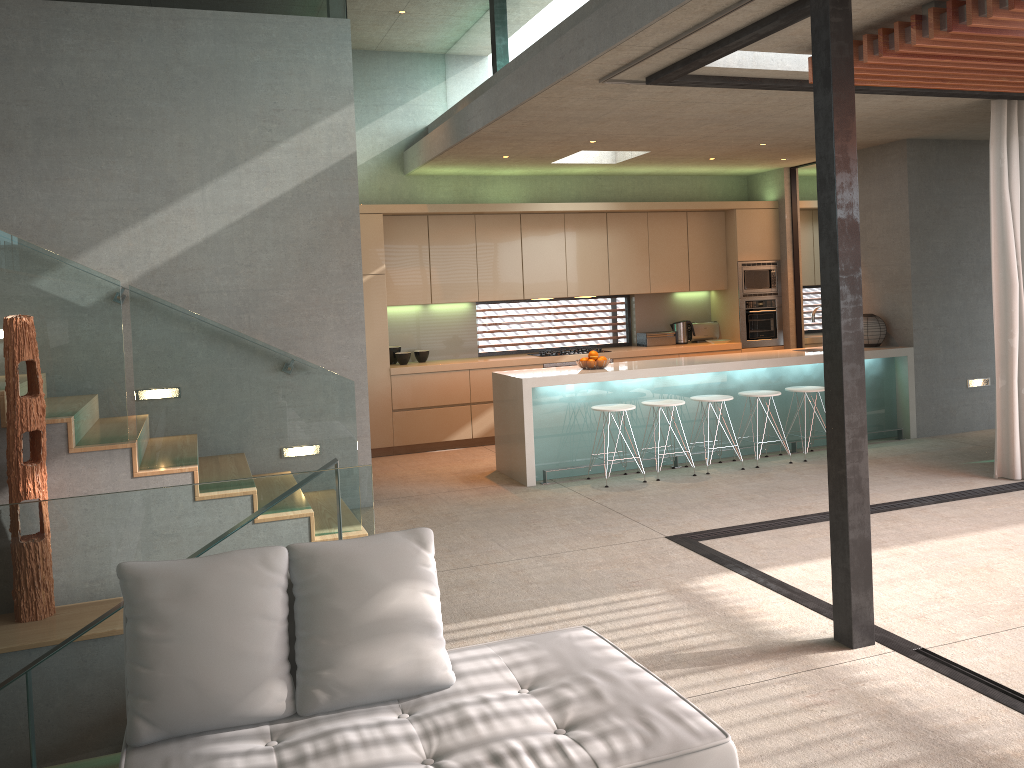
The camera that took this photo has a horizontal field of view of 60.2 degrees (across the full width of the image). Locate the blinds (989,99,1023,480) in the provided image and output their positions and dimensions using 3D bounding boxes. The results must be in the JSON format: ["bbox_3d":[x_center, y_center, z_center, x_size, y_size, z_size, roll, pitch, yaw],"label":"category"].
[{"bbox_3d":[4.121,-0.752,6.929,0.886,2.928,0.229,-3,1,-23],"label":"blinds"}]

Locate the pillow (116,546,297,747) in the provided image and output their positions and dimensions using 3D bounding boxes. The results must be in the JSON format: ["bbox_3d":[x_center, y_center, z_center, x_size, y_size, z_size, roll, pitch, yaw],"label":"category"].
[{"bbox_3d":[-0.901,0.761,2.627,0.493,0.497,0.238,-4,2,-19],"label":"pillow"}]

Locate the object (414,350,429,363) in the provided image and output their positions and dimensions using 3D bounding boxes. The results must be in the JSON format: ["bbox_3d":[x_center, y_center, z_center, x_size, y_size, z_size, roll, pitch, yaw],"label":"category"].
[{"bbox_3d":[-0.980,-0.298,9.605,0.170,0.126,0.169,-5,5,-33],"label":"object"}]

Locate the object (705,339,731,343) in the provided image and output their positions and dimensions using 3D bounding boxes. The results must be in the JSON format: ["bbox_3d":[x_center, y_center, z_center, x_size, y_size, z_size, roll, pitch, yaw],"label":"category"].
[{"bbox_3d":[2.472,-0.508,10.566,0.310,0.034,0.311,2,8,39],"label":"object"}]

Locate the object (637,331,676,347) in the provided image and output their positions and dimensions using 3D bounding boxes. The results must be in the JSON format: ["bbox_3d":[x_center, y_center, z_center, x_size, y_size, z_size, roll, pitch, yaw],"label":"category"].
[{"bbox_3d":[1.733,-0.542,10.609,0.401,0.159,0.241,-4,5,-20],"label":"object"}]

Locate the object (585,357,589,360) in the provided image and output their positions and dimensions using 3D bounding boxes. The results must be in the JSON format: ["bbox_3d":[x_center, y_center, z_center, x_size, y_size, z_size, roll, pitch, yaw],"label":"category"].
[{"bbox_3d":[0.676,-0.198,8.026,0.086,0.087,0.087,0,4,31],"label":"object"}]

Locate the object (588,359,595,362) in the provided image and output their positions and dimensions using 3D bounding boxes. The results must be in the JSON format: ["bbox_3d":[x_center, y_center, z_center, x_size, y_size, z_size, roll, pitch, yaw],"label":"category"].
[{"bbox_3d":[0.708,-0.182,7.873,0.081,0.081,0.081,-2,4,9],"label":"object"}]

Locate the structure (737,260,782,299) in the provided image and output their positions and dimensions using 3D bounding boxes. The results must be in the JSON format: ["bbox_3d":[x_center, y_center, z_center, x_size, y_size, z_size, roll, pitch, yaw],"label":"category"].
[{"bbox_3d":[2.876,-1.263,10.739,0.597,0.436,0.461,-4,4,-20],"label":"structure"}]

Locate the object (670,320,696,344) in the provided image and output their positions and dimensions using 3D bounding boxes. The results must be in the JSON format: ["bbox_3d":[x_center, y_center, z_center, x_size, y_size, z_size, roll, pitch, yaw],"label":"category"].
[{"bbox_3d":[2.060,-0.628,10.687,0.278,0.285,0.177,-3,3,-14],"label":"object"}]

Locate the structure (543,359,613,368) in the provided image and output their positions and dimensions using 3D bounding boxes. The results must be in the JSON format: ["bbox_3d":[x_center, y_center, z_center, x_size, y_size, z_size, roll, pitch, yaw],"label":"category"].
[{"bbox_3d":[0.741,0.000,9.740,0.829,0.500,0.079,-4,2,-20],"label":"structure"}]

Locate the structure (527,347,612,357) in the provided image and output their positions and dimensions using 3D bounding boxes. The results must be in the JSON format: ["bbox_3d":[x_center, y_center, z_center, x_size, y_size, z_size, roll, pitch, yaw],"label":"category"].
[{"bbox_3d":[0.644,-0.341,9.968,0.840,0.091,0.465,-5,6,-20],"label":"structure"}]

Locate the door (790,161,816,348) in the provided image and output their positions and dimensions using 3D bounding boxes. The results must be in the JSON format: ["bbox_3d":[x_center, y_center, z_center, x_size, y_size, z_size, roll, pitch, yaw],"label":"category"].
[{"bbox_3d":[0.261,0.301,5.500,5.774,4.463,15.389,1,7,43],"label":"door"}]

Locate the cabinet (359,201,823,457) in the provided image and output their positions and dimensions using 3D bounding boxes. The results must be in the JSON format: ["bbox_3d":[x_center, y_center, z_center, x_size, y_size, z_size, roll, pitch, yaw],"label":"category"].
[{"bbox_3d":[1.806,-0.757,9.727,7.482,2.562,1.969,-5,3,-20],"label":"cabinet"}]

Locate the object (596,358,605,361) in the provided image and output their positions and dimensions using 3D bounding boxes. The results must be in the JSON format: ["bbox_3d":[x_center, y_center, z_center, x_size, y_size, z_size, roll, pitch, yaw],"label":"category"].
[{"bbox_3d":[0.790,-0.191,7.892,0.087,0.087,0.087,-5,4,-29],"label":"object"}]

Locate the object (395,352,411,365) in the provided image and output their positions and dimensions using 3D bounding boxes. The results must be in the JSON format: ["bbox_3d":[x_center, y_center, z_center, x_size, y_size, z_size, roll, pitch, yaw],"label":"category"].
[{"bbox_3d":[-1.157,-0.269,9.400,0.170,0.126,0.169,-5,5,-33],"label":"object"}]

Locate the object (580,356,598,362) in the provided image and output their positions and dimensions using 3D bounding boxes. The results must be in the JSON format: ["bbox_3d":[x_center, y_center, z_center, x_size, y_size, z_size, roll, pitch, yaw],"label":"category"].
[{"bbox_3d":[0.685,-0.194,7.922,0.173,0.100,0.097,0,4,25],"label":"object"}]

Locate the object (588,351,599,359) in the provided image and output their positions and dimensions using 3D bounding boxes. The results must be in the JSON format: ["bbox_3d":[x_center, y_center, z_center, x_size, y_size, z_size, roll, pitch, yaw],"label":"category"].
[{"bbox_3d":[0.735,-0.255,7.992,0.095,0.094,0.094,-3,4,0],"label":"object"}]

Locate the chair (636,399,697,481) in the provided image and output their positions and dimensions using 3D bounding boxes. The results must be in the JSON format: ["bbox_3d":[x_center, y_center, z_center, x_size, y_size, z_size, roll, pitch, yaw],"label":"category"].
[{"bbox_3d":[1.308,0.465,7.573,0.382,0.622,0.382,-3,3,-20],"label":"chair"}]

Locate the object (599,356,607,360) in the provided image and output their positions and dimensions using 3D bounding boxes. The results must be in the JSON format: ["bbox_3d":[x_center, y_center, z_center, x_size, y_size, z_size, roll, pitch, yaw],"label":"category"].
[{"bbox_3d":[0.815,-0.204,7.980,0.094,0.094,0.094,-5,4,-31],"label":"object"}]

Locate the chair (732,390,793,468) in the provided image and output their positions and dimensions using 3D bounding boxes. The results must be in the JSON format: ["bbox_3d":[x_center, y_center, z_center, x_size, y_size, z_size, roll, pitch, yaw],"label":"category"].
[{"bbox_3d":[2.226,0.389,7.904,0.382,0.622,0.382,-3,3,-20],"label":"chair"}]

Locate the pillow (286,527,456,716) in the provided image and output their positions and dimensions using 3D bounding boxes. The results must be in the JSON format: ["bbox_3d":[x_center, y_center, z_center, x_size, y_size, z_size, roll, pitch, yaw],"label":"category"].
[{"bbox_3d":[-0.447,0.735,2.787,0.493,0.482,0.266,-4,3,-19],"label":"pillow"}]

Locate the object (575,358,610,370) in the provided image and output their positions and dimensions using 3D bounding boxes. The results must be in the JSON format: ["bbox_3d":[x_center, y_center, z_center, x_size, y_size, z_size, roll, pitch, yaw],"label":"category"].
[{"bbox_3d":[0.731,-0.180,7.960,0.316,0.082,0.316,-5,6,-19],"label":"object"}]

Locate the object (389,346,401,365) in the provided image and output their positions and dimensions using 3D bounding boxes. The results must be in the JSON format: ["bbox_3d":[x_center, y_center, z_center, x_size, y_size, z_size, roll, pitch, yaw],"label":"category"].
[{"bbox_3d":[-1.303,-0.306,9.526,0.226,0.187,0.225,-6,5,-42],"label":"object"}]

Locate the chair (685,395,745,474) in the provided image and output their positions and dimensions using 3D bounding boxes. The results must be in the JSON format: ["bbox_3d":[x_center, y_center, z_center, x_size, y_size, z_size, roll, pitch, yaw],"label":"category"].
[{"bbox_3d":[1.758,0.428,7.734,0.382,0.622,0.382,-3,3,-20],"label":"chair"}]

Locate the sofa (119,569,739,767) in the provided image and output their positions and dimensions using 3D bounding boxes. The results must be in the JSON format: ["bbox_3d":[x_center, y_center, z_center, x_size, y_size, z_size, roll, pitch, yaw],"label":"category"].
[{"bbox_3d":[-0.297,0.990,2.583,1.598,0.731,1.015,-4,5,-20],"label":"sofa"}]

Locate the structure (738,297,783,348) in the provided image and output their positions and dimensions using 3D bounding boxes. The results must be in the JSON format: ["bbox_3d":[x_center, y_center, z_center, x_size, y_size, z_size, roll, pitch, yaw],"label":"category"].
[{"bbox_3d":[2.905,-0.754,10.732,0.597,0.579,0.498,-4,3,-20],"label":"structure"}]

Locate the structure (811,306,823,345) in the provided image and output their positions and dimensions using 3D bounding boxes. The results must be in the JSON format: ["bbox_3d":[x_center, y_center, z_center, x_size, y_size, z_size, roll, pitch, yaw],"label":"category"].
[{"bbox_3d":[3.060,-0.550,8.783,0.097,0.440,0.258,-3,2,-19],"label":"structure"}]

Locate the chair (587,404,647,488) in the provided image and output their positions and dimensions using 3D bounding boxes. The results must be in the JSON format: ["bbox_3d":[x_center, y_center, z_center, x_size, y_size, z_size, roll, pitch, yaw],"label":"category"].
[{"bbox_3d":[0.863,0.501,7.414,0.382,0.622,0.382,-3,3,-20],"label":"chair"}]

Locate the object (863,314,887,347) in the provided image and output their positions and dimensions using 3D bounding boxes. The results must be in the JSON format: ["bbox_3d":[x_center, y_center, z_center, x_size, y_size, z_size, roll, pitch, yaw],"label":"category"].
[{"bbox_3d":[3.645,-0.550,9.032,0.341,0.334,0.340,-5,4,-28],"label":"object"}]

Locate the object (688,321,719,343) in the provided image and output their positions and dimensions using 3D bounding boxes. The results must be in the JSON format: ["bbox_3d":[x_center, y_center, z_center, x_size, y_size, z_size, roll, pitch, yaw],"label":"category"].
[{"bbox_3d":[2.342,-0.637,10.839,0.390,0.247,0.150,-4,3,-20],"label":"object"}]

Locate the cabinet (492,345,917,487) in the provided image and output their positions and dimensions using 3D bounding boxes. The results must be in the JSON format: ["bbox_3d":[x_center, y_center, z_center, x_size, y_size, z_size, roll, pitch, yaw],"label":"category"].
[{"bbox_3d":[1.907,0.212,8.403,4.127,0.898,0.802,-5,4,-20],"label":"cabinet"}]

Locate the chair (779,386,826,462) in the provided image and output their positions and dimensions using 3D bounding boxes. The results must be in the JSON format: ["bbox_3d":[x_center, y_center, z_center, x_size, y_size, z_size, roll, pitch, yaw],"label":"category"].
[{"bbox_3d":[2.700,0.350,8.075,0.382,0.622,0.382,-3,3,-20],"label":"chair"}]
